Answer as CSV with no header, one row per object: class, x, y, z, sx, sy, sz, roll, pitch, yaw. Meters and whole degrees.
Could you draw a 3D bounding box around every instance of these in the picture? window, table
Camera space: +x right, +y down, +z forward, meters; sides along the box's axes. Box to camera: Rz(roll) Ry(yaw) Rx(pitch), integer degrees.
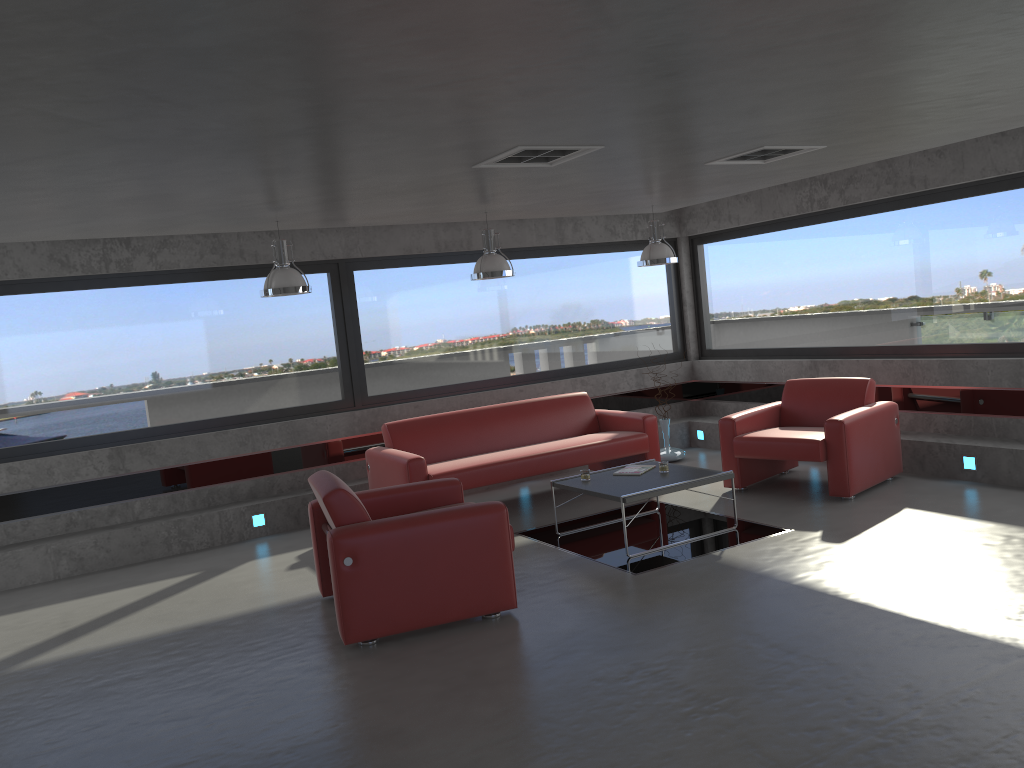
window,3.391,-1.013,8.743,0.003,1.364,4.583,-8,5,-28
table,0.992,0.915,6.760,1.018,0.436,0.994,-8,5,-28
window,-1.430,-0.526,8.929,7.800,1.364,0.003,-8,5,-28

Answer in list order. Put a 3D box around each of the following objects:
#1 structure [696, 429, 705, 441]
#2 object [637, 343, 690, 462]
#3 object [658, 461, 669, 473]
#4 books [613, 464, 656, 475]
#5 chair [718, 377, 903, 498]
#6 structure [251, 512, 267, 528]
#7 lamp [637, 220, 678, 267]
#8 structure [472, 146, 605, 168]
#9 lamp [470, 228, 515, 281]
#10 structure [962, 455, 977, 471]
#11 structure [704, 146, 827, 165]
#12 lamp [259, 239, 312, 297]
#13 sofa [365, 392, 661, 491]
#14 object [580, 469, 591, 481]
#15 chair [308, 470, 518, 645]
structure,2.167,0.587,10.194,0.004,0.123,0.123,-8,5,-28
object,1.651,0.186,9.635,0.466,1.289,0.531,-7,5,-16
object,1.173,0.642,6.852,0.079,0.077,0.079,-8,5,-20
books,0.971,0.677,7.027,0.228,0.022,0.326,-3,5,31
chair,2.565,0.425,7.719,1.130,0.854,1.196,-10,6,-43
structure,-2.274,1.225,7.965,0.123,0.123,0.004,-8,5,-28
lamp,1.378,-1.355,8.503,0.389,0.422,0.388,-10,6,-39
structure,0.131,-1.424,5.107,0.563,0.240,0.563,-8,5,-28
lamp,-0.188,-1.125,7.645,0.388,0.422,0.389,-8,5,-28
structure,3.764,0.651,7.297,0.004,0.123,0.123,-8,5,-28
structure,1.687,-1.653,5.960,0.563,0.240,0.563,-8,5,-28
lamp,-1.754,-0.894,6.787,0.388,0.422,0.389,-8,5,-28
sofa,0.054,0.640,8.298,2.626,0.854,1.120,-8,5,-28
object,0.568,0.705,6.860,0.079,0.077,0.079,-2,6,44
chair,-0.636,0.929,5.568,1.130,0.854,1.196,-7,5,-18
